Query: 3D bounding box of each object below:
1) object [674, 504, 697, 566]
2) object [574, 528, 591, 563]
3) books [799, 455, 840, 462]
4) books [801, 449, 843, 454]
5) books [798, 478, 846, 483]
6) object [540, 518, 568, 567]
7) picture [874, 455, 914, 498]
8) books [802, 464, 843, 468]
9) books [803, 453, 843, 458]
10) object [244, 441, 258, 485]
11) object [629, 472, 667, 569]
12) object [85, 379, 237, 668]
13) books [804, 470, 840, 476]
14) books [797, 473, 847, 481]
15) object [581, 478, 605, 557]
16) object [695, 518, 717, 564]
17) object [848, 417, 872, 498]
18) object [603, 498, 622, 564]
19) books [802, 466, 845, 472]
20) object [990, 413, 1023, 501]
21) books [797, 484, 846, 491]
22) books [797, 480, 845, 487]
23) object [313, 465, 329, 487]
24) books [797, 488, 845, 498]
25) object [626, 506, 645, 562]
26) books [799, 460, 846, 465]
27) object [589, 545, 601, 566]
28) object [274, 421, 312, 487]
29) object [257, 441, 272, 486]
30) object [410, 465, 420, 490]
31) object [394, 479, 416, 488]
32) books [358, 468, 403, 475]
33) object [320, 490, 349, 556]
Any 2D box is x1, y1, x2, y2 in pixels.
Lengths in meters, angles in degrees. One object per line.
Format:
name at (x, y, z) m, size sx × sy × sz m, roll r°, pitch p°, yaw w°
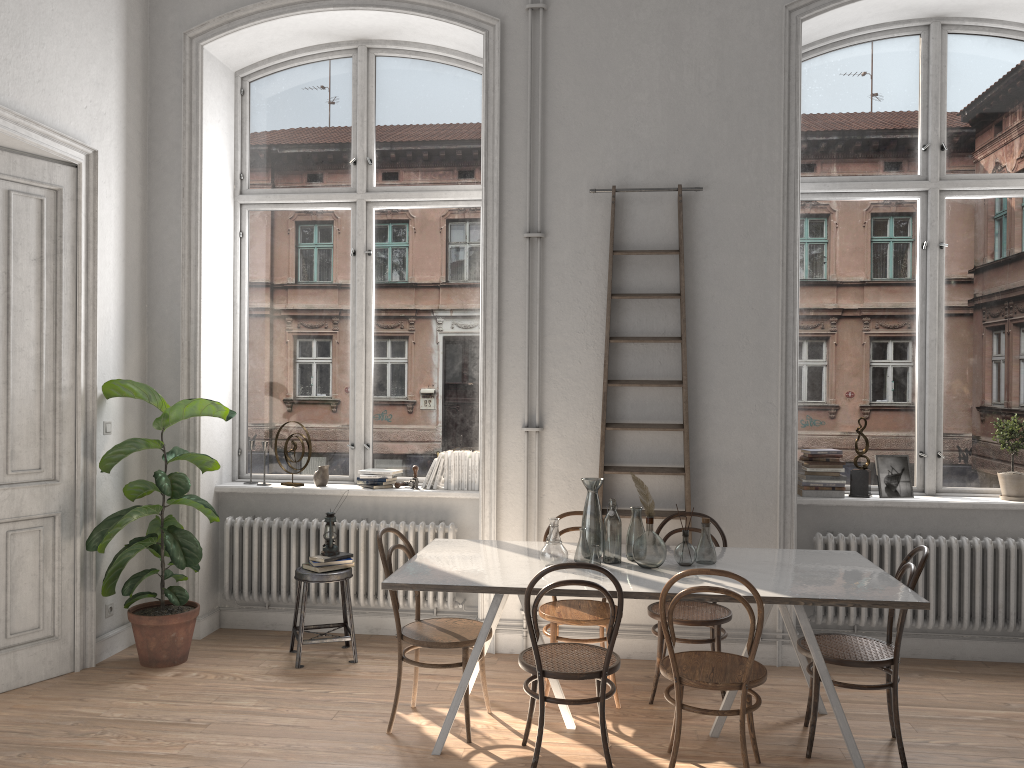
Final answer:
object at (0.812, 0.707, 4.151) m, size 0.107 × 0.283 × 0.107 m, roll 1°, pitch 0°, yaw 2°
object at (0.337, 0.766, 4.218) m, size 0.083 × 0.158 × 0.083 m, roll 1°, pitch 0°, yaw 3°
books at (1.900, 0.459, 5.467) m, size 0.231 × 0.023 × 0.162 m, roll 0°, pitch 0°, yaw 22°
books at (1.910, 0.416, 5.475) m, size 0.201 × 0.024 × 0.159 m, roll 1°, pitch 0°, yaw -3°
books at (1.909, 0.592, 5.470) m, size 0.255 × 0.014 × 0.192 m, roll 0°, pitch 0°, yaw 10°
object at (0.195, 0.733, 4.106) m, size 0.132 × 0.219 × 0.132 m, roll 0°, pitch 0°, yaw -4°
picture at (2.332, 0.568, 5.462) m, size 0.221 × 0.264 × 0.149 m, roll 0°, pitch 0°, yaw -10°
books at (1.913, 0.501, 5.465) m, size 0.205 × 0.022 × 0.155 m, roll 1°, pitch 0°, yaw 2°
books at (1.914, 0.438, 5.466) m, size 0.205 × 0.020 × 0.155 m, roll 0°, pitch 0°, yaw 7°
object at (-1.745, 0.524, 5.931) m, size 0.095 × 0.289 × 0.095 m, roll 1°, pitch 0°, yaw 38°
object at (0.636, 0.624, 4.093) m, size 0.157 × 0.446 × 0.157 m, roll 1°, pitch 0°, yaw 25°
object at (0.478, 0.705, 4.588) m, size 5.827 × 1.842 × 0.792 m, roll 0°, pitch 0°, yaw 12°
books at (1.913, 0.546, 5.466) m, size 0.205 × 0.022 × 0.155 m, roll 0°, pitch 0°, yaw 21°
books at (1.908, 0.571, 5.471) m, size 0.245 × 0.028 × 0.193 m, roll 1°, pitch 0°, yaw 2°
object at (0.392, 0.653, 4.324) m, size 0.116 × 0.383 × 0.116 m, roll 1°, pitch 0°, yaw 18°
object at (0.921, 0.743, 4.214) m, size 0.101 × 0.212 × 0.101 m, roll 0°, pitch 0°, yaw -44°
object at (2.141, 0.447, 5.443) m, size 0.122 × 0.488 × 0.102 m, roll 1°, pitch 0°, yaw 31°
object at (0.476, 0.694, 4.201) m, size 0.086 × 0.301 × 0.086 m, roll 0°, pitch 0°, yaw -7°
books at (1.917, 0.523, 5.471) m, size 0.222 × 0.024 × 0.158 m, roll 0°, pitch 0°, yaw 7°
object at (3.120, 0.437, 5.328) m, size 0.500 × 0.524 × 0.234 m, roll 1°, pitch 0°, yaw -4°
books at (1.897, 0.634, 5.456) m, size 0.249 × 0.023 × 0.175 m, roll 0°, pitch 0°, yaw 2°
books at (1.897, 0.611, 5.456) m, size 0.249 × 0.023 × 0.175 m, roll 0°, pitch 0°, yaw 7°
object at (-1.254, 0.600, 5.831) m, size 0.100 × 0.142 × 0.102 m, roll 0°, pitch 0°, yaw -18°
books at (1.895, 0.667, 5.457) m, size 0.248 × 0.043 × 0.192 m, roll 0°, pitch 0°, yaw 7°
object at (0.597, 0.719, 4.260) m, size 0.098 × 0.255 × 0.100 m, roll 0°, pitch 0°, yaw -16°
books at (1.908, 0.481, 5.467) m, size 0.244 × 0.019 × 0.174 m, roll 0°, pitch 0°, yaw 7°
object at (0.386, 0.797, 4.116) m, size 0.058 × 0.094 × 0.058 m, roll 1°, pitch 0°, yaw 35°
object at (-1.444, 0.458, 5.857) m, size 0.347 × 0.425 × 0.087 m, roll 1°, pitch 0°, yaw 39°
object at (-1.635, 0.525, 5.860) m, size 0.095 × 0.289 × 0.095 m, roll 1°, pitch 0°, yaw 29°
object at (-0.623, 0.601, 5.719) m, size 0.048 × 0.153 × 0.088 m, roll 0°, pitch 0°, yaw -23°
object at (-0.702, 0.652, 5.785) m, size 0.153 × 0.048 × 0.088 m, roll 1°, pitch 0°, yaw -43°
books at (-0.859, 0.573, 5.806) m, size 0.243 × 0.019 × 0.174 m, roll 0°, pitch 0°, yaw 17°
object at (-1.060, 0.826, 5.303) m, size 0.163 × 0.383 × 0.154 m, roll 0°, pitch 0°, yaw -20°
